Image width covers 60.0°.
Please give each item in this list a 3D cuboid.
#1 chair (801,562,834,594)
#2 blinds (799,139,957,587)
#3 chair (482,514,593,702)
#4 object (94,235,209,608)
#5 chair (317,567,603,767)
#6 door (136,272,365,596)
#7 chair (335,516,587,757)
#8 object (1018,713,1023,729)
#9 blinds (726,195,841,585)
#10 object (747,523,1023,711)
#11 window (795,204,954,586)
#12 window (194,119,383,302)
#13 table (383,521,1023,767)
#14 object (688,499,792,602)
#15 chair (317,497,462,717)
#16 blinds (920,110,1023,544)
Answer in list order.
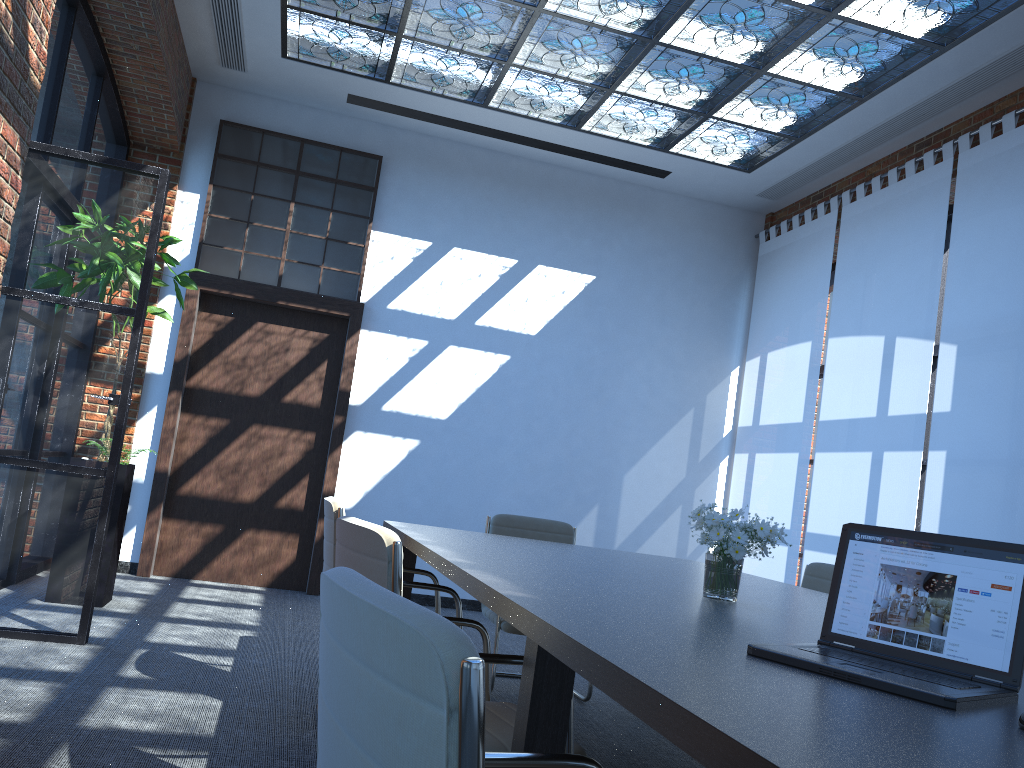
[{"bbox_3d":[1.211,1.282,4.189,0.707,0.920,0.561,9,-5,-10],"label":"chair"},{"bbox_3d":[2.545,0.265,6.349,0.040,3.744,1.221,9,-5,-13],"label":"blinds"},{"bbox_3d":[0.139,1.215,4.892,0.561,0.920,0.708,9,-6,-13],"label":"chair"},{"bbox_3d":[-2.580,0.130,5.660,0.947,2.483,1.327,9,-5,-13],"label":"object"},{"bbox_3d":[0.059,0.749,1.149,0.708,0.920,0.560,11,-6,-25],"label":"chair"},{"bbox_3d":[-2.094,0.416,7.222,1.402,2.427,0.201,9,-5,-14],"label":"door"},{"bbox_3d":[-0.182,0.876,2.475,0.708,0.920,0.560,11,-6,-25],"label":"chair"},{"bbox_3d":[0.811,0.510,1.345,0.101,0.034,0.059,12,-8,-33],"label":"object"},{"bbox_3d":[2.230,0.371,7.586,0.040,3.744,1.221,9,-5,-13],"label":"blinds"},{"bbox_3d":[0.712,0.410,1.666,0.324,0.282,0.390,13,-8,-40],"label":"object"},{"bbox_3d":[3.779,0.220,3.639,0.160,3.595,9.644,9,-7,-13],"label":"window"},{"bbox_3d":[-1.826,-1.400,7.315,1.330,1.288,0.059,10,-5,-14],"label":"window"},{"bbox_3d":[0.674,1.086,2.727,1.812,0.807,4.514,10,-7,-13],"label":"table"},{"bbox_3d":[0.698,0.536,2.846,0.329,0.308,0.337,8,-6,-3],"label":"object"},{"bbox_3d":[-0.520,0.989,3.801,0.707,0.920,0.561,9,-5,-14],"label":"chair"},{"bbox_3d":[2.857,0.160,5.123,0.040,3.744,1.221,9,-5,-13],"label":"blinds"}]
